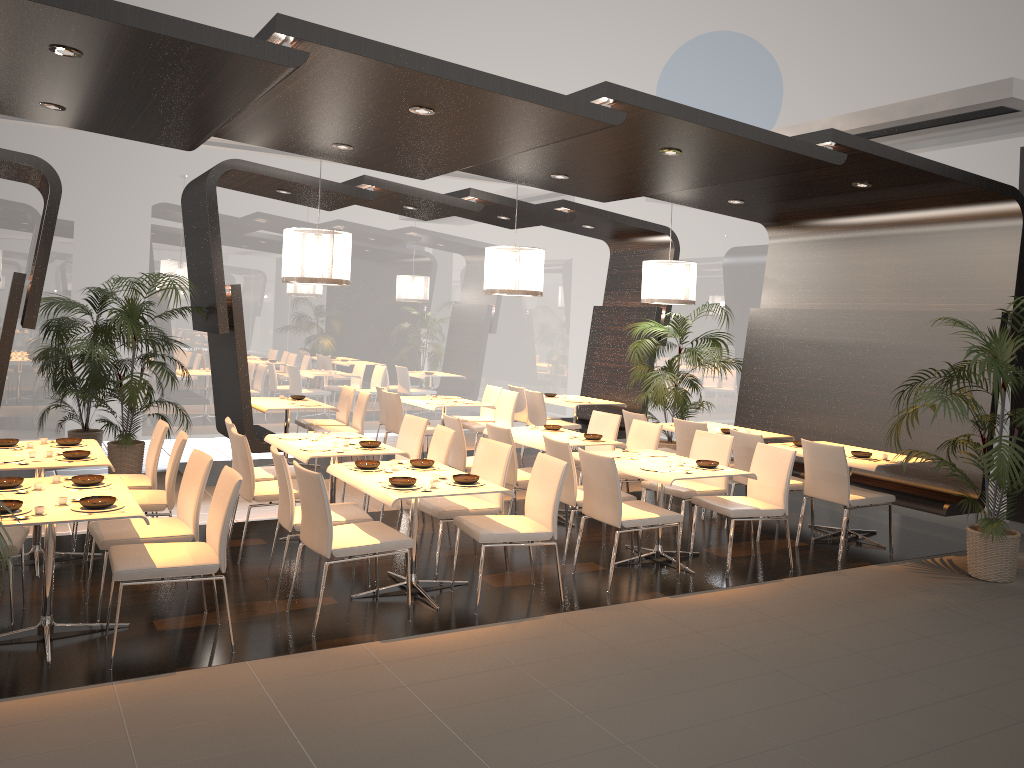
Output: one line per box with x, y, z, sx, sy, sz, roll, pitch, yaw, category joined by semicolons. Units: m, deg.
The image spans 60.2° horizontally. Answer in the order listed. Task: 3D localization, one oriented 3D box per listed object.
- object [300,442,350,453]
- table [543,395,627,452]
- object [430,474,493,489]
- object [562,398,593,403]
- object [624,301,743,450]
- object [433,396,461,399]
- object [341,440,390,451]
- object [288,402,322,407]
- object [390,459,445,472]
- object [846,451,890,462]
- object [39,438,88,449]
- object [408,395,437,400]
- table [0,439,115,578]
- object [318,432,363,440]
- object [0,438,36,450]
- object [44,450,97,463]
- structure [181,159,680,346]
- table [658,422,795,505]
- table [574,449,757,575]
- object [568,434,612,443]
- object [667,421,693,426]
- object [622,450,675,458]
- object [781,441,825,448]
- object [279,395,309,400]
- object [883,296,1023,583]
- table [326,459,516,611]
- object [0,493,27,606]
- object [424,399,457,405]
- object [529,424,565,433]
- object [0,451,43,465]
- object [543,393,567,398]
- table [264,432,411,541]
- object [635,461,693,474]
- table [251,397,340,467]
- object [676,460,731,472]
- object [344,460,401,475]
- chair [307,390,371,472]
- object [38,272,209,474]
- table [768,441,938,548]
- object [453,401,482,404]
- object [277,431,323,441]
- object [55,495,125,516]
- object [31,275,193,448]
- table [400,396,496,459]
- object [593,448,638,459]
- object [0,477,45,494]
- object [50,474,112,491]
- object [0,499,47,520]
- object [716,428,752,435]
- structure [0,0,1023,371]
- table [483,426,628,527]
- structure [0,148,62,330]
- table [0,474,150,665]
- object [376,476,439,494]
-1.369;0.465;6.477;0.334;0.038;0.378;-1;5;-36;object
0.826;0.563;11.559;0.799;0.725;1.151;1;3;-30;table
-0.321;0.583;5.405;0.303;0.044;0.366;0;5;-31;object
0.852;0.209;11.204;0.334;0.038;0.378;-1;5;-36;object
2.016;0.014;10.590;1.503;2.060;1.564;2;1;-17;object
-0.824;0.153;11.018;0.334;0.038;0.378;-1;5;-41;object
-1.110;0.457;6.676;0.303;0.044;0.366;0;5;-31;object
-2.233;0.207;9.502;0.334;0.038;0.378;-1;5;-41;object
-0.638;0.533;5.906;0.303;0.044;0.366;0;5;-31;object
2.896;0.583;7.218;0.303;0.044;0.366;0;5;-31;object
-3.148;0.408;6.208;0.303;0.044;0.366;0;5;-31;object
-1.088;0.160;10.776;0.334;0.038;0.378;-1;5;-36;object
-3.142;0.818;5.865;0.799;0.725;1.151;1;3;-30;table
-1.403;0.408;7.225;0.334;0.038;0.378;-1;5;-41;object
-3.428;0.408;6.041;0.303;0.044;0.366;0;5;-31;object
-2.844;0.458;5.700;0.303;0.044;0.366;0;5;-31;object
-0.754;-1.407;10.609;5.928;1.728;1.405;0;2;-30;structure
2.089;0.816;8.821;0.799;0.725;1.151;1;3;-30;table
1.096;0.942;6.548;0.799;0.725;1.151;1;3;-30;table
0.659;0.460;7.635;0.303;0.044;0.366;0;5;-31;object
1.795;0.411;8.980;0.334;0.038;0.378;-1;5;-36;object
1.044;0.532;6.915;0.334;0.038;0.378;-1;5;-41;object
2.585;0.532;7.739;0.303;0.044;0.366;0;5;-31;object
-2.464;0.155;10.030;0.303;0.044;0.366;0;5;-31;object
3.499;0.386;6.364;1.562;2.060;1.505;3;1;16;object
-0.617;0.944;5.569;0.799;0.725;1.151;1;3;-30;table
-2.453;0.406;2.752;1.559;2.060;1.508;1;2;-44;object
-0.811;0.212;10.233;0.334;0.038;0.378;-1;5;-36;object
0.337;0.405;8.199;0.303;0.044;0.366;0;5;-31;object
-3.121;0.463;5.519;0.334;0.038;0.378;-1;5;-36;object
0.551;0.154;11.744;0.303;0.044;0.366;0;5;-31;object
-1.389;0.818;6.846;0.799;0.725;1.151;1;3;-30;table
1.086;0.585;6.211;0.334;0.038;0.378;-1;5;-36;object
-2.473;0.564;9.695;0.799;0.725;1.151;1;3;-30;table
1.370;0.581;6.391;0.303;0.044;0.366;0;5;-31;object
-0.904;0.533;5.760;0.303;0.044;0.366;0;5;-31;object
-1.872;0.518;9.627;0.604;0.870;0.485;2;1;-22;chair
-3.788;-0.092;8.773;1.559;2.060;1.508;1;2;-36;object
2.858;0.942;7.543;0.799;0.725;1.151;1;3;-30;table
-0.532;0.205;10.476;0.334;0.038;0.378;-1;5;-41;object
-1.674;0.413;7.010;0.334;0.038;0.378;-1;5;-36;object
-2.082;0.587;4.369;0.303;0.044;0.366;0;5;-31;object
-4.516;-0.183;9.605;1.563;2.060;1.504;3;1;22;object
-0.828;0.564;10.622;0.799;0.725;1.151;1;3;-30;table
0.781;0.534;6.744;0.334;0.038;0.378;-1;5;-36;object
-2.671;0.536;4.728;0.303;0.044;0.366;0;5;-31;object
-2.388;0.535;4.901;0.303;0.044;0.366;0;5;-31;object
-2.374;0.588;4.183;0.303;0.044;0.366;0;5;-31;object
2.120;0.459;8.473;0.303;0.044;0.366;0;5;-31;object
-0.910;-1.096;6.212;10.652;1.736;2.909;0;4;-30;structure
0.457;0.816;7.906;1.052;0.725;1.151;1;3;-30;table
-6.967;-1.402;7.057;5.928;1.728;1.405;0;2;-30;structure
-2.389;0.945;4.561;0.799;0.725;1.151;1;3;-30;table
-0.607;0.585;5.216;0.303;0.044;0.366;0;5;-31;object
